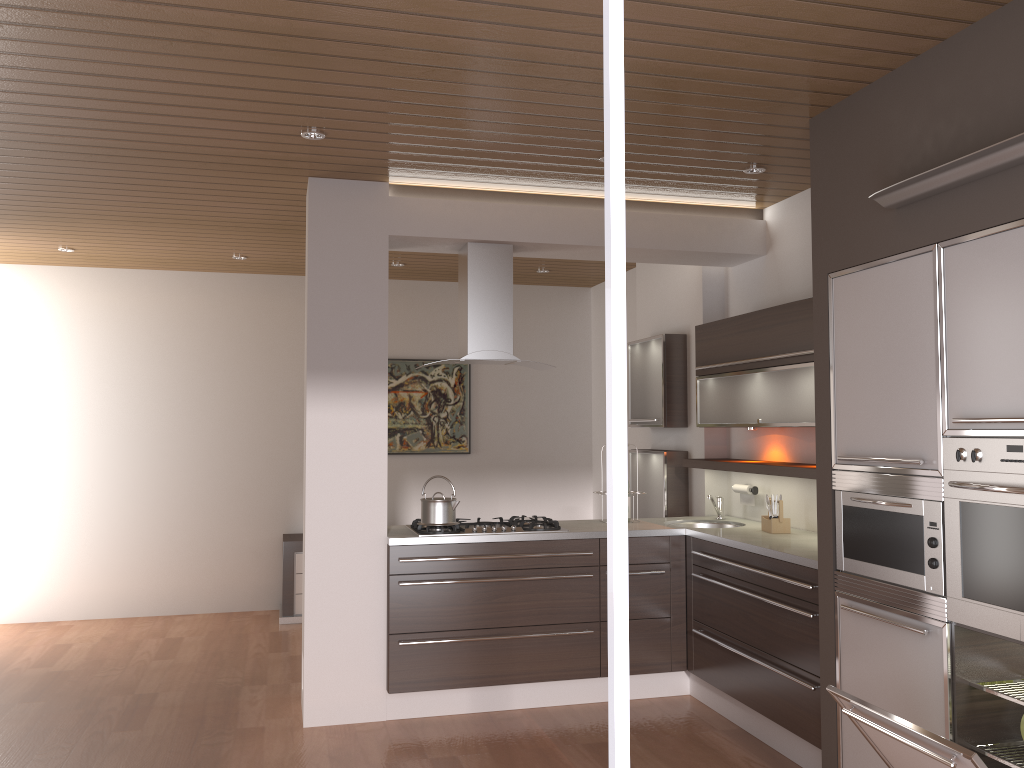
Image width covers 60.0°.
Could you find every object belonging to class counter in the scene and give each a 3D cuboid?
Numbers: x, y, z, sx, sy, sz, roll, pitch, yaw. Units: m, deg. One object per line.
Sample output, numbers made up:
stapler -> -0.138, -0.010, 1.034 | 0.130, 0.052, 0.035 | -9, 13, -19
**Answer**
counter -> 0.523, 0.772, 4.299 | 2.150, 0.036, 1.850 | 1, -3, -15

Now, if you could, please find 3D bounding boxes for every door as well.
door -> 0.138, 0.150, 1.151 | 2.300, 2.700, 0.101 | 1, -3, -15

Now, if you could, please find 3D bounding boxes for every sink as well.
sink -> 1.084, 0.809, 5.034 | 0.450, 0.347, 0.494 | 0, -3, -9

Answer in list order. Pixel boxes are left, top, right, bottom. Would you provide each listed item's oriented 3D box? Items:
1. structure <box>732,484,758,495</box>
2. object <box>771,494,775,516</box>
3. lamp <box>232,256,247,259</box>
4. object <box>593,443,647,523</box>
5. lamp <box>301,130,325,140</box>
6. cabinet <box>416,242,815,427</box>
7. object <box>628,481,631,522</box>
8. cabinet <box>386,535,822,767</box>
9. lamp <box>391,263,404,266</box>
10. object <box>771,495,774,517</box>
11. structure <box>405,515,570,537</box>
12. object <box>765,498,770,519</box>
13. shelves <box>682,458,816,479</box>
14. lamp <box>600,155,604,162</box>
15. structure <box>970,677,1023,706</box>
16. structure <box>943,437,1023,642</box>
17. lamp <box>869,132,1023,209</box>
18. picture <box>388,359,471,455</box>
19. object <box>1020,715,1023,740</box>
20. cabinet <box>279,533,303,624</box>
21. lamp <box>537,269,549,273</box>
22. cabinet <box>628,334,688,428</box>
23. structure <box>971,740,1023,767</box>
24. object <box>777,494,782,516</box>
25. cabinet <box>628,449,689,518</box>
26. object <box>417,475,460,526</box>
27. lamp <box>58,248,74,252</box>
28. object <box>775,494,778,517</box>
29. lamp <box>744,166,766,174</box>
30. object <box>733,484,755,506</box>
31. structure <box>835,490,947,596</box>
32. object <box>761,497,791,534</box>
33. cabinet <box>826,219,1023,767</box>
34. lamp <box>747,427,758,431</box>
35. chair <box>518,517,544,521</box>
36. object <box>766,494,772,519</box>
structure -> 1.370, 0.609, 5.134 | 0.087, 0.049, 0.237 | 1, -3, -14
object -> 1.353, 0.666, 4.581 | 0.018, 0.196, 0.022 | 1, -3, -13
lamp -> -1.989, -0.945, 6.473 | 0.102, 0.055, 0.102 | 2, -3, -32
object -> 0.626, 0.571, 5.153 | 0.291, 0.453, 0.210 | 0, -3, -10
lamp -> -0.848, -1.084, 3.780 | 0.102, 0.055, 0.102 | 2, -3, -32
cabinet -> 0.601, -0.299, 4.430 | 2.058, 1.032, 1.399 | 0, -3, -11
object -> 0.636, 0.632, 5.097 | 0.091, 0.319, 0.091 | -1, -3, 20
cabinet -> 0.524, 1.224, 4.276 | 2.150, 0.870, 1.850 | 1, -3, -15
lamp -> -0.872, -0.933, 6.765 | 0.102, 0.055, 0.102 | 0, -3, 2
object -> 1.342, 0.665, 4.561 | 0.023, 0.196, 0.018 | 1, -3, -13
structure -> -0.145, 0.757, 4.778 | 0.797, 0.047, 0.494 | 1, -3, -15
object -> 1.334, 0.676, 4.585 | 0.019, 0.178, 0.044 | 2, -4, -40
shelves -> 1.423, 0.437, 4.552 | 0.313, 0.050, 1.850 | 1, -3, -15
lamp -> 0.458, -1.070, 4.122 | 0.102, 0.055, 0.102 | 3, -4, -43
structure -> 1.774, 0.951, 2.626 | 0.479, 0.012, 0.583 | 1, -3, -15
structure -> 1.453, 0.450, 2.567 | 0.066, 0.583, 0.582 | 1, -3, -15
lamp -> 1.405, -0.654, 2.591 | 0.139, 0.033, 1.020 | 1, -3, -15
picture -> -0.972, 0.190, 7.406 | 1.277, 0.801, 0.018 | 1, -3, -15
object -> 1.645, 1.059, 2.693 | 0.177, 0.173, 0.042 | -3, -4, 40
cabinet -> -0.949, 1.499, 7.060 | 1.740, 0.608, 0.540 | 1, -3, -15
lamp -> 0.246, -0.921, 7.058 | 0.102, 0.055, 0.102 | 0, -3, 2
cabinet -> 0.902, -0.008, 5.919 | 0.172, 0.600, 0.619 | 1, -3, -29
structure -> 1.775, 1.149, 2.616 | 0.479, 0.012, 0.583 | 1, -3, -15
object -> 1.373, 0.662, 4.562 | 0.042, 0.192, 0.040 | -2, -3, 33
cabinet -> 0.957, 0.742, 5.914 | 0.194, 0.600, 0.598 | 1, -3, -15
object -> -0.381, 0.600, 4.604 | 0.221, 0.251, 0.221 | 1, -3, -22
lamp -> -3.106, -0.958, 6.181 | 0.102, 0.055, 0.102 | 2, -3, -32
object -> 1.361, 0.666, 4.573 | 0.020, 0.196, 0.017 | -1, -3, 8
lamp -> 1.179, -1.062, 4.310 | 0.102, 0.055, 0.102 | -1, -3, 13
object -> 1.342, 0.643, 5.140 | 0.053, 0.119, 0.165 | 1, -3, -15
structure -> 1.316, 0.547, 3.142 | 0.049, 0.301, 0.569 | 1, -3, -15
object -> 1.370, 0.682, 4.610 | 0.100, 0.170, 0.173 | 0, -3, -3
cabinet -> 1.543, 0.497, 2.588 | 1.047, 1.948, 1.796 | 1, -3, -15
lamp -> 1.333, 0.249, 4.916 | 0.056, 0.018, 0.056 | 3, -4, -43
chair -> -0.057, 1.311, 5.738 | 0.608, 0.847, 0.491 | 3, -4, -45
object -> 1.324, 0.662, 4.558 | 0.042, 0.192, 0.040 | -2, -3, 32
